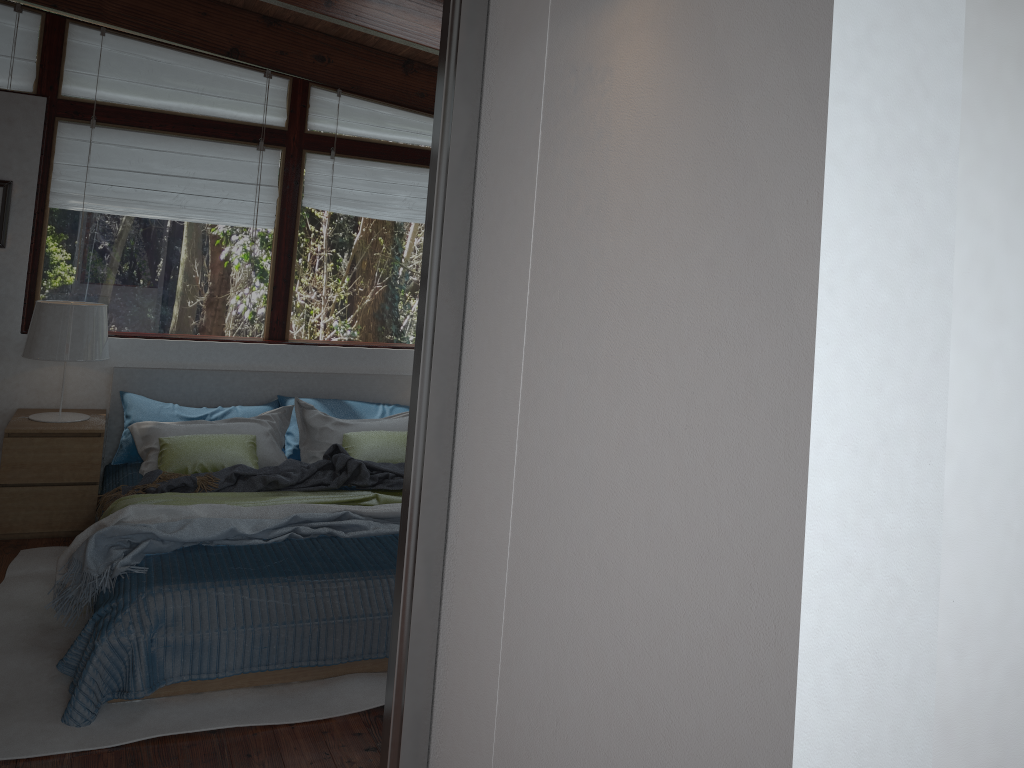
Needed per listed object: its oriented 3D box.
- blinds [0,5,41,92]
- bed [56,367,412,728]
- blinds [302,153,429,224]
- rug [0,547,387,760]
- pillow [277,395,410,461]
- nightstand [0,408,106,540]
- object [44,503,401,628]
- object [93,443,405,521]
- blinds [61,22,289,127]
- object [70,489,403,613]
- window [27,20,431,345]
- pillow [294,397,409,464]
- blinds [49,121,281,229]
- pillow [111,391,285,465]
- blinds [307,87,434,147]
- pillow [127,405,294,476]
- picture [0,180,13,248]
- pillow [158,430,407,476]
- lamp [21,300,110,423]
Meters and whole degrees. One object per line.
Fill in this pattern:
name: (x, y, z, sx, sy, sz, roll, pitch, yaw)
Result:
blinds: (-3.085, -1.900, 4.626, 1.026, 0.568, 0.032, 3, -3, -24)
bed: (-0.824, 0.487, 4.088, 2.128, 0.772, 2.595, 2, 6, -24)
blinds: (-0.112, -1.368, 5.938, 2.549, 0.661, 0.054, 2, -2, -24)
rug: (-0.639, 0.905, 3.630, 2.698, 0.049, 1.815, 1, 7, -25)
pillow: (-0.919, 0.257, 5.169, 0.916, 0.320, 0.368, 2, 3, -27)
nightstand: (-2.322, 0.448, 4.420, 0.425, 0.544, 0.612, 4, 2, -25)
object: (-0.672, 0.686, 3.543, 2.143, 0.378, 0.540, 1, 4, -29)
object: (-0.824, 0.509, 4.112, 2.117, 0.409, 0.632, 3, 4, -15)
blinds: (-1.939, -1.806, 5.140, 1.235, 0.426, 0.032, 2, -2, -24)
object: (-0.795, 0.692, 3.883, 2.094, 0.450, 0.494, 1, 3, -28)
window: (0.407, -0.638, 1.696, 5.242, 1.939, 8.367, 2, 7, -25)
pillow: (-0.788, 0.291, 4.876, 0.848, 0.394, 0.362, 2, 2, -30)
blinds: (-1.983, -1.204, 5.090, 1.229, 0.499, 0.054, 2, -2, -24)
pillow: (-1.703, 0.232, 4.817, 0.907, 0.331, 0.349, 2, 3, -26)
blinds: (-0.702, -1.710, 5.694, 1.235, 0.278, 0.032, 2, -2, -24)
pillow: (-1.536, 0.310, 4.551, 0.868, 0.361, 0.476, 2, 4, -29)
picture: (-2.955, -0.907, 4.507, 0.623, 0.366, 0.041, 3, -3, -24)
pillow: (-1.100, 0.362, 4.532, 1.372, 0.221, 0.313, 1, 4, -25)
lamp: (-2.287, -0.123, 4.473, 0.403, 0.593, 0.407, 5, 0, -27)
